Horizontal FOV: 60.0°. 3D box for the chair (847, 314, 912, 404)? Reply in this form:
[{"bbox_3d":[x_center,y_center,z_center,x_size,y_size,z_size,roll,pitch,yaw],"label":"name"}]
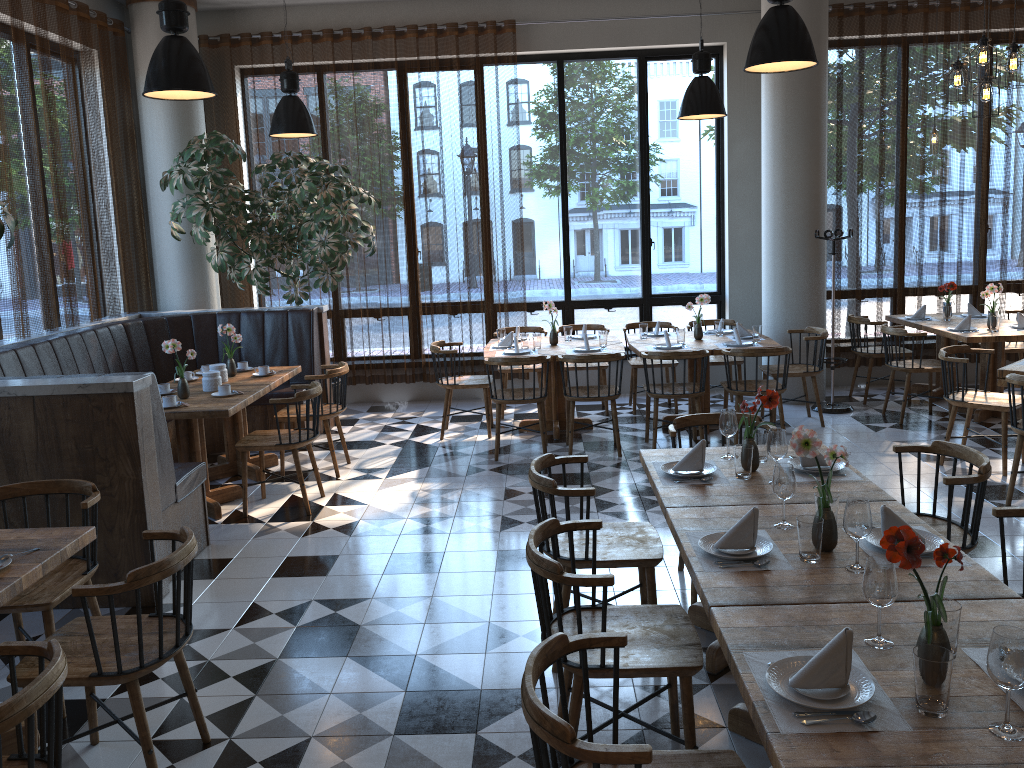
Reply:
[{"bbox_3d":[3.515,-0.254,8.509,0.549,0.812,0.523,-2,9,2],"label":"chair"}]

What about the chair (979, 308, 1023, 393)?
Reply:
[{"bbox_3d":[4.819,-0.300,8.465,0.549,0.812,0.523,-2,9,2],"label":"chair"}]

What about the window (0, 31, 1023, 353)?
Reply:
[{"bbox_3d":[2.099,-1.685,8.132,15.150,3.147,4.515,-6,10,-21],"label":"window"}]

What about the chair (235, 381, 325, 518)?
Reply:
[{"bbox_3d":[-1.528,0.425,5.928,0.549,0.812,0.523,-2,9,2],"label":"chair"}]

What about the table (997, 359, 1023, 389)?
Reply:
[{"bbox_3d":[3.761,0.259,5.779,0.867,0.759,0.866,-11,13,-42],"label":"table"}]

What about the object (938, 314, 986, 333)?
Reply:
[{"bbox_3d":[3.855,-0.527,7.578,0.272,0.136,0.354,-2,10,2],"label":"object"}]

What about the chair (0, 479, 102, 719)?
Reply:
[{"bbox_3d":[-1.957,0.862,3.620,0.519,0.812,0.553,-2,9,2],"label":"chair"}]

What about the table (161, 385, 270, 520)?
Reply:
[{"bbox_3d":[-2.146,0.473,5.950,0.850,0.759,0.856,-2,9,2],"label":"table"}]

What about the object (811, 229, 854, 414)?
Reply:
[{"bbox_3d":[2.932,-0.578,8.091,0.375,1.649,0.376,-5,8,-15],"label":"object"}]

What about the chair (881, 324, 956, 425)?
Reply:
[{"bbox_3d":[3.492,-0.101,7.674,0.549,0.812,0.523,-2,9,2],"label":"chair"}]

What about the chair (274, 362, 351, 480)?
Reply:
[{"bbox_3d":[-1.504,0.269,6.779,0.549,0.812,0.523,-2,9,2],"label":"chair"}]

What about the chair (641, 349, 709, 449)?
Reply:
[{"bbox_3d":[1.285,0.111,7.010,0.519,0.812,0.553,-2,9,2],"label":"chair"}]

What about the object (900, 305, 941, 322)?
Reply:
[{"bbox_3d":[3.880,-0.688,8.458,0.272,0.136,0.354,-2,10,2],"label":"object"}]

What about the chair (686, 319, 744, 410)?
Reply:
[{"bbox_3d":[1.951,-0.184,8.485,0.519,0.812,0.553,-2,9,2],"label":"chair"}]

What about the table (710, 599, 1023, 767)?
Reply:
[{"bbox_3d":[0.973,1.051,2.056,0.850,0.759,0.856,-2,9,2],"label":"table"}]

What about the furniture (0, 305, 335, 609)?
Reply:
[{"bbox_3d":[-2.703,0.224,6.373,1.917,1.143,4.065,-2,10,2],"label":"furniture"}]

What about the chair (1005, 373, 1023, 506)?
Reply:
[{"bbox_3d":[3.284,0.331,5.343,0.552,0.812,0.521,-10,12,-42],"label":"chair"}]

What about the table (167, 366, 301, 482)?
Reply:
[{"bbox_3d":[-2.122,0.319,6.796,0.850,0.759,0.856,-2,9,2],"label":"table"}]

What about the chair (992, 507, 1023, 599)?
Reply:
[{"bbox_3d":[1.662,0.847,2.871,0.549,0.812,0.523,-2,9,2],"label":"chair"}]

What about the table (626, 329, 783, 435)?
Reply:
[{"bbox_3d":[1.635,-0.009,7.738,1.214,0.759,1.223,-1,10,5],"label":"table"}]

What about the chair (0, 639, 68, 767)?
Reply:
[{"bbox_3d":[-1.353,1.103,2.150,0.549,0.812,0.523,-2,9,2],"label":"chair"}]

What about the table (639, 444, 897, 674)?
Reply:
[{"bbox_3d":[1.021,0.742,3.745,0.850,0.759,0.856,-2,9,2],"label":"table"}]

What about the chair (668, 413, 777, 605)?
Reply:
[{"bbox_3d":[1.053,0.599,4.378,0.519,0.812,0.553,-2,9,2],"label":"chair"}]

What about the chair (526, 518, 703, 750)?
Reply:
[{"bbox_3d":[0.334,0.894,2.915,0.549,0.812,0.523,-2,9,2],"label":"chair"}]

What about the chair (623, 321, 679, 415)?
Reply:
[{"bbox_3d":[1.340,-0.163,8.506,0.519,0.812,0.553,-2,9,2],"label":"chair"}]

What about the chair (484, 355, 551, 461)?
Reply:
[{"bbox_3d":[0.060,0.155,7.051,0.519,0.812,0.553,-2,9,2],"label":"chair"}]

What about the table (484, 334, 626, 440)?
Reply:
[{"bbox_3d":[0.375,0.036,7.780,1.214,0.759,1.223,-1,10,5],"label":"table"}]

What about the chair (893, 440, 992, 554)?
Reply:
[{"bbox_3d":[1.686,0.690,3.729,0.549,0.812,0.523,-2,9,2],"label":"chair"}]

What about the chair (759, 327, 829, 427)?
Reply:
[{"bbox_3d":[2.455,-0.065,7.710,0.549,0.812,0.523,-2,9,2],"label":"chair"}]

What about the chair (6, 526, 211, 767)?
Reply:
[{"bbox_3d":[-1.329,0.948,3.001,0.549,0.812,0.523,-2,9,2],"label":"chair"}]

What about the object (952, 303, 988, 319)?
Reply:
[{"bbox_3d":[4.412,-0.708,8.446,0.272,0.136,0.354,-2,10,2],"label":"object"}]

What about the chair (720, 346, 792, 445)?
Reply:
[{"bbox_3d":[1.915,0.089,6.989,0.519,0.812,0.553,-2,9,2],"label":"chair"}]

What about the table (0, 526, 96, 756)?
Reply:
[{"bbox_3d":[-1.994,1.004,2.994,0.850,0.759,0.856,-2,9,2],"label":"table"}]

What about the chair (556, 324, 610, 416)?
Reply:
[{"bbox_3d":[0.691,-0.140,8.528,0.519,0.812,0.553,-2,9,2],"label":"chair"}]

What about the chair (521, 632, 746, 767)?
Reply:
[{"bbox_3d":[0.310,1.051,2.057,0.549,0.812,0.523,-2,9,2],"label":"chair"}]

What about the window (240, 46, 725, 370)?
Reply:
[{"bbox_3d":[-0.271,-1.789,9.248,4.965,3.148,0.367,-2,8,2],"label":"window"}]

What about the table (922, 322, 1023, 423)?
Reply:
[{"bbox_3d":[4.142,-0.097,7.648,0.850,0.759,0.856,-2,9,2],"label":"table"}]

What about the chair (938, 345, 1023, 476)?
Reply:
[{"bbox_3d":[3.309,0.166,6.245,0.521,0.812,0.551,-10,12,-42],"label":"chair"}]

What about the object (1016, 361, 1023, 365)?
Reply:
[{"bbox_3d":[3.560,-0.211,5.907,0.353,0.136,0.272,-12,13,-42],"label":"object"}]

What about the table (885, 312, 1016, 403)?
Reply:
[{"bbox_3d":[4.166,-0.252,8.496,0.850,0.759,0.856,-2,9,2],"label":"table"}]

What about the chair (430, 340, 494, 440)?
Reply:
[{"bbox_3d":[-0.429,0.038,7.807,0.549,0.812,0.523,-2,9,2],"label":"chair"}]

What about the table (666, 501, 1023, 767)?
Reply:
[{"bbox_3d":[0.997,0.896,2.901,0.850,0.759,0.856,-2,9,2],"label":"table"}]

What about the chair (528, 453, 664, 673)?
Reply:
[{"bbox_3d":[0.359,0.737,3.774,0.549,0.812,0.523,-2,9,2],"label":"chair"}]

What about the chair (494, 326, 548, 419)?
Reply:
[{"bbox_3d":[0.097,-0.118,8.547,0.519,0.812,0.553,-2,9,2],"label":"chair"}]

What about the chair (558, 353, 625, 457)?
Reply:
[{"bbox_3d":[0.636,0.134,7.032,0.519,0.812,0.553,-2,9,2],"label":"chair"}]
